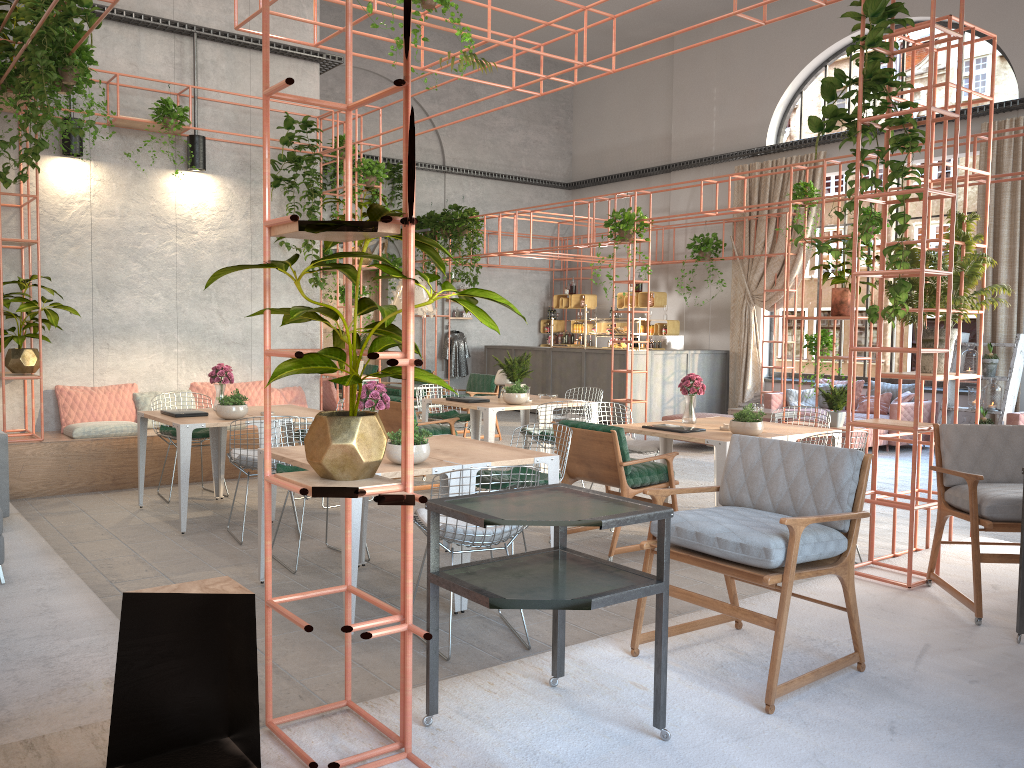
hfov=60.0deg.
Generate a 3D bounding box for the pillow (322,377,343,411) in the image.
[{"bbox_3d":[-2.429,0.129,11.116,0.839,0.474,0.276,4,5,43],"label":"pillow"}]

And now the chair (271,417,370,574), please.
[{"bbox_3d":[-1.328,0.725,6.001,0.565,0.941,0.717,-2,4,-36],"label":"chair"}]

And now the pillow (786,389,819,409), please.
[{"bbox_3d":[4.432,0.235,13.490,0.500,0.324,0.307,1,4,-2],"label":"pillow"}]

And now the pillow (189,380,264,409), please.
[{"bbox_3d":[-3.143,0.202,9.784,0.839,0.474,0.276,0,4,-17],"label":"pillow"}]

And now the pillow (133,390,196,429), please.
[{"bbox_3d":[-3.666,0.267,9.420,0.666,0.385,0.289,-2,5,-42],"label":"pillow"}]

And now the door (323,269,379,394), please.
[{"bbox_3d":[-3.314,-0.919,17.146,1.360,2.729,0.551,-2,5,-37],"label":"door"}]

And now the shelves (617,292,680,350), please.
[{"bbox_3d":[2.428,-0.826,16.944,0.328,1.838,1.750,-2,5,-37],"label":"shelves"}]

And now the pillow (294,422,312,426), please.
[{"bbox_3d":[-2.349,0.391,9.923,0.637,0.149,0.491,-2,4,-36],"label":"pillow"}]

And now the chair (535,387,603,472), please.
[{"bbox_3d":[0.632,0.514,9.747,0.717,0.941,0.565,-2,5,-41],"label":"chair"}]

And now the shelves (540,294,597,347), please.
[{"bbox_3d":[1.270,-0.937,18.472,0.328,1.838,1.750,-2,5,-37],"label":"shelves"}]

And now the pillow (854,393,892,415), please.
[{"bbox_3d":[5.195,0.276,12.767,0.479,0.317,0.441,3,4,34],"label":"pillow"}]

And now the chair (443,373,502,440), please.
[{"bbox_3d":[-0.606,0.328,12.610,0.685,0.929,0.722,-2,5,-37],"label":"chair"}]

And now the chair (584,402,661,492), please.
[{"bbox_3d":[0.967,0.649,7.673,0.565,0.941,0.717,-2,4,-36],"label":"chair"}]

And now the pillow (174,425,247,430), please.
[{"bbox_3d":[-3.161,0.419,9.310,0.637,0.149,0.491,-2,4,-36],"label":"pillow"}]

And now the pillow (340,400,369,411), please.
[{"bbox_3d":[-2.159,0.296,11.468,0.491,0.149,0.637,-2,4,-36],"label":"pillow"}]

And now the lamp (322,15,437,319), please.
[{"bbox_3d":[-2.406,-3.010,13.277,0.704,4.052,4.456,-2,5,-37],"label":"lamp"}]

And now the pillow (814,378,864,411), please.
[{"bbox_3d":[4.943,0.155,13.557,0.276,0.474,0.839,-2,5,-37],"label":"pillow"}]

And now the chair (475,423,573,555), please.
[{"bbox_3d":[0.030,0.751,5.870,0.717,0.941,0.565,-2,5,-41],"label":"chair"}]

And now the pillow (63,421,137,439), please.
[{"bbox_3d":[-3.997,0.448,8.678,0.637,0.149,0.491,-2,4,-36],"label":"pillow"}]

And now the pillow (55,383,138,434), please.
[{"bbox_3d":[-4.191,0.235,9.047,0.276,0.474,0.839,4,5,43],"label":"pillow"}]

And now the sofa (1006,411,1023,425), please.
[{"bbox_3d":[6.658,0.726,9.872,1.960,0.672,2.219,-2,5,-37],"label":"sofa"}]

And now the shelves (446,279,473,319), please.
[{"bbox_3d":[-1.041,-1.691,17.773,0.560,0.790,0.186,-2,5,-37],"label":"shelves"}]

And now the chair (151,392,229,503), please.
[{"bbox_3d":[-2.977,0.566,8.177,0.565,0.941,0.717,-2,4,-36],"label":"chair"}]

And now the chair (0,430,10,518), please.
[{"bbox_3d":[-4.067,0.628,5.928,1.127,0.672,1.052,-2,5,-37],"label":"chair"}]

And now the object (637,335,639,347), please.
[{"bbox_3d":[2.430,-0.850,17.055,0.074,0.287,0.072,0,4,-5],"label":"object"}]

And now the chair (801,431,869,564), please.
[{"bbox_3d":[2.093,0.757,6.201,0.565,0.941,0.717,-1,4,-21],"label":"chair"}]

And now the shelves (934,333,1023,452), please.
[{"bbox_3d":[6.249,0.129,11.848,0.856,1.618,0.842,-2,5,-37],"label":"shelves"}]

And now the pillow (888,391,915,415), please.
[{"bbox_3d":[5.423,0.284,12.374,0.308,0.349,0.495,2,4,13],"label":"pillow"}]

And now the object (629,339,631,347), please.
[{"bbox_3d":[2.244,-0.829,17.008,0.082,0.246,0.082,0,4,-5],"label":"object"}]

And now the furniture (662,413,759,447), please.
[{"bbox_3d":[2.707,0.640,12.133,0.941,0.446,0.976,-2,5,-37],"label":"furniture"}]

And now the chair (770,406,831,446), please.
[{"bbox_3d":[2.325,0.675,7.543,0.717,0.941,0.565,-2,5,-41],"label":"chair"}]

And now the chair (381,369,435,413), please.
[{"bbox_3d":[-1.673,0.226,14.019,0.685,0.930,0.722,-2,5,-37],"label":"chair"}]

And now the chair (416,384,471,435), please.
[{"bbox_3d":[-0.726,0.488,9.878,0.565,0.941,0.717,-2,4,-36],"label":"chair"}]

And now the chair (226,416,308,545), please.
[{"bbox_3d":[-1.851,0.674,6.704,0.565,0.941,0.717,-1,4,-21],"label":"chair"}]

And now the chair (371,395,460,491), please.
[{"bbox_3d":[-0.951,0.567,8.650,0.685,0.917,0.722,-2,5,-37],"label":"chair"}]

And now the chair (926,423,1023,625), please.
[{"bbox_3d":[2.608,0.688,4.539,0.722,0.914,0.685,1,4,3],"label":"chair"}]

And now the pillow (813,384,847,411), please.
[{"bbox_3d":[4.815,0.190,13.479,0.289,0.385,0.666,-2,4,-37],"label":"pillow"}]

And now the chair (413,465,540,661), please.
[{"bbox_3d":[-0.202,0.833,4.528,0.565,0.941,0.717,-1,4,-21],"label":"chair"}]

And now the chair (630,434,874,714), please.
[{"bbox_3d":[0.999,0.713,3.685,0.685,0.929,0.722,-2,5,-37],"label":"chair"}]

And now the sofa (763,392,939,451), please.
[{"bbox_3d":[4.527,0.521,12.685,1.960,0.672,2.219,-2,5,-37],"label":"sofa"}]

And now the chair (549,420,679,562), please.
[{"bbox_3d":[0.742,0.728,6.445,0.685,0.917,0.722,-2,5,-37],"label":"chair"}]

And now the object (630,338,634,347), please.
[{"bbox_3d":[2.298,-0.847,16.944,0.066,0.291,0.066,3,5,37],"label":"object"}]

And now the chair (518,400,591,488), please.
[{"bbox_3d":[0.400,0.596,8.405,0.565,0.941,0.717,-1,4,-21],"label":"chair"}]

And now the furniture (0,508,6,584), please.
[{"bbox_3d":[-3.350,0.821,4.808,0.941,0.446,0.975,-2,5,-37],"label":"furniture"}]

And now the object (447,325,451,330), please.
[{"bbox_3d":[-1.261,-1.149,17.728,0.093,0.121,0.049,-2,4,-35],"label":"object"}]

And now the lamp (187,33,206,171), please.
[{"bbox_3d":[-3.352,-2.998,9.420,0.179,1.425,0.185,-2,5,-37],"label":"lamp"}]

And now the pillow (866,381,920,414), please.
[{"bbox_3d":[5.481,0.210,12.830,0.273,0.476,0.836,-2,5,-37],"label":"pillow"}]

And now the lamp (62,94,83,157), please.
[{"bbox_3d":[-4.316,-2.964,8.692,0.179,1.425,0.185,-2,5,-37],"label":"lamp"}]

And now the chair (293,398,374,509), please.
[{"bbox_3d":[-1.619,0.592,8.046,0.717,0.941,0.565,-2,5,-41],"label":"chair"}]

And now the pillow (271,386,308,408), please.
[{"bbox_3d":[-2.643,0.231,10.193,0.666,0.385,0.289,-2,5,-42],"label":"pillow"}]

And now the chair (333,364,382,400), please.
[{"bbox_3d":[-2.718,0.125,15.398,0.685,0.930,0.722,-2,5,-37],"label":"chair"}]
